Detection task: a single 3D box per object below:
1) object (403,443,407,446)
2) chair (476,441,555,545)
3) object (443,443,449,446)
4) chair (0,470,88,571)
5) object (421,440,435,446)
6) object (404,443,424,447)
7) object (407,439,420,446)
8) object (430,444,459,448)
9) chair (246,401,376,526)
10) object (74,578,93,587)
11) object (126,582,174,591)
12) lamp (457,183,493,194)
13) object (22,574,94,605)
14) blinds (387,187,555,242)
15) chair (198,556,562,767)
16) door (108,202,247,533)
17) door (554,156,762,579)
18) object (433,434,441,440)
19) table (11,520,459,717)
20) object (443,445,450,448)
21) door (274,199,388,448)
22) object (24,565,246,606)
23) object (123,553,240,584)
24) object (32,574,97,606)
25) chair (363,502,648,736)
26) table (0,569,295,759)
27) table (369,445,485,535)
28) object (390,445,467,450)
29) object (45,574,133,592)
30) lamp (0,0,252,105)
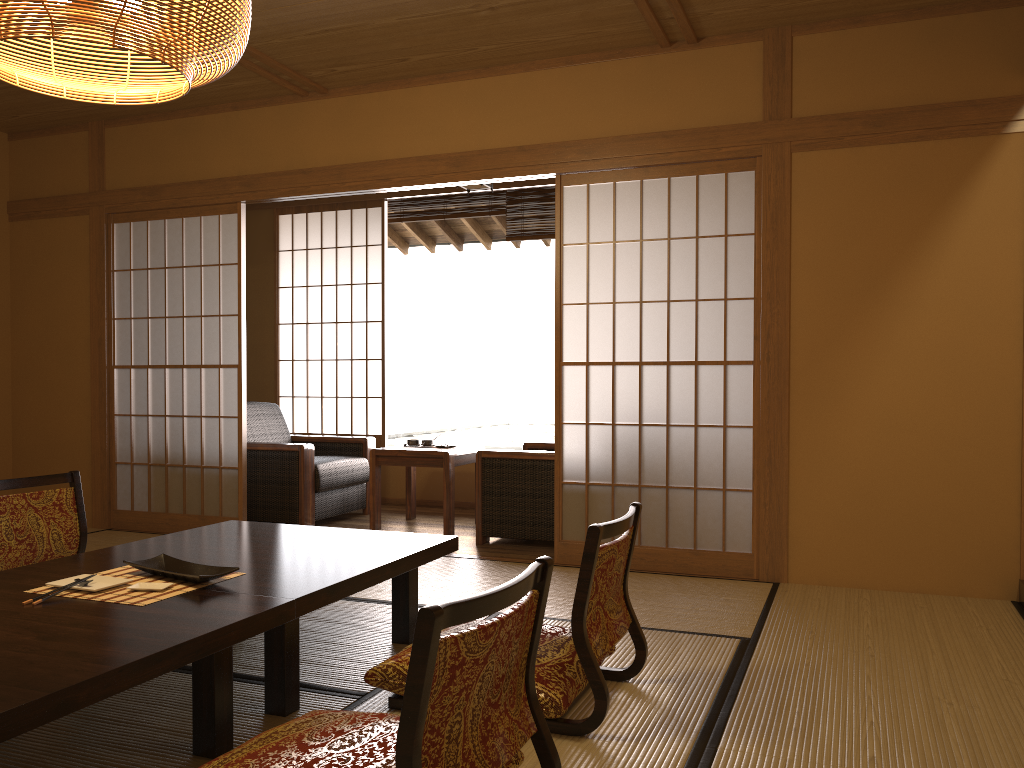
[{"bbox_3d":[-0.678,0.385,5.617,0.015,0.018,0.050,0,0,-27],"label":"object"},{"bbox_3d":[0.356,0.513,5.194,0.943,0.779,0.872,0,1,21],"label":"chair"},{"bbox_3d":[-0.419,0.377,5.557,0.006,0.007,0.230,0,0,-13],"label":"object"},{"bbox_3d":[-1.612,0.626,3.266,0.686,0.547,0.582,0,1,25],"label":"chair"},{"bbox_3d":[-0.537,0.376,5.667,0.084,0.037,0.084,0,0,13],"label":"object"},{"bbox_3d":[-0.612,0.382,5.574,0.130,0.026,0.038,0,0,6],"label":"object"},{"bbox_3d":[-0.632,0.376,5.701,0.084,0.037,0.084,0,0,-41],"label":"object"},{"bbox_3d":[-0.423,0.387,5.553,0.131,0.015,0.181,0,0,-24],"label":"object"},{"bbox_3d":[-1.504,0.509,5.915,0.943,0.779,0.872,0,1,21],"label":"chair"},{"bbox_3d":[-1.140,0.529,2.360,0.050,0.018,0.015,0,1,18],"label":"object"},{"bbox_3d":[-0.955,0.538,2.342,0.099,0.013,0.067,0,0,5],"label":"object"},{"bbox_3d":[-0.224,-1.514,5.367,0.330,0.682,0.330,0,1,21],"label":"lamp"},{"bbox_3d":[-1.168,0.530,2.292,0.006,0.030,0.229,0,0,19],"label":"object"},{"bbox_3d":[-0.040,-1.316,6.353,1.932,0.595,0.048,0,1,21],"label":"blinds"},{"bbox_3d":[-0.300,0.630,1.780,0.686,0.547,0.582,0,1,25],"label":"chair"},{"bbox_3d":[-2.008,-0.075,5.295,0.992,1.935,0.040,0,1,21],"label":"door"},{"bbox_3d":[0.683,-0.069,4.252,0.992,1.935,0.040,0,1,21],"label":"door"},{"bbox_3d":[-0.513,0.353,5.672,0.117,0.068,0.038,0,1,-14],"label":"object"},{"bbox_3d":[-0.834,0.722,2.893,0.994,0.357,0.994,0,0,21],"label":"table"},{"bbox_3d":[-0.398,0.386,5.438,0.050,0.018,0.015,0,1,8],"label":"object"},{"bbox_3d":[-1.408,-0.447,6.839,0.992,1.874,0.040,0,1,21],"label":"door"},{"bbox_3d":[-1.020,0.543,2.430,0.401,0.003,0.398,0,0,21],"label":"object"},{"bbox_3d":[-0.929,0.523,2.484,0.349,0.039,0.129,0,0,34],"label":"object"},{"bbox_3d":[-1.151,0.529,2.290,0.006,0.030,0.229,0,0,13],"label":"object"},{"bbox_3d":[0.004,0.629,2.576,0.699,0.547,0.582,0,1,20],"label":"chair"},{"bbox_3d":[-1.192,0.723,1.965,0.994,0.357,0.994,0,0,21],"label":"table"},{"bbox_3d":[-0.523,0.646,5.578,0.540,0.500,0.540,0,1,21],"label":"table"},{"bbox_3d":[-0.522,0.396,5.571,0.401,0.003,0.300,0,0,21],"label":"object"},{"bbox_3d":[-1.129,0.535,2.371,0.180,0.014,0.130,0,0,23],"label":"object"},{"bbox_3d":[-1.072,-1.192,2.229,0.798,0.826,0.798,-1,1,-45],"label":"lamp"}]
